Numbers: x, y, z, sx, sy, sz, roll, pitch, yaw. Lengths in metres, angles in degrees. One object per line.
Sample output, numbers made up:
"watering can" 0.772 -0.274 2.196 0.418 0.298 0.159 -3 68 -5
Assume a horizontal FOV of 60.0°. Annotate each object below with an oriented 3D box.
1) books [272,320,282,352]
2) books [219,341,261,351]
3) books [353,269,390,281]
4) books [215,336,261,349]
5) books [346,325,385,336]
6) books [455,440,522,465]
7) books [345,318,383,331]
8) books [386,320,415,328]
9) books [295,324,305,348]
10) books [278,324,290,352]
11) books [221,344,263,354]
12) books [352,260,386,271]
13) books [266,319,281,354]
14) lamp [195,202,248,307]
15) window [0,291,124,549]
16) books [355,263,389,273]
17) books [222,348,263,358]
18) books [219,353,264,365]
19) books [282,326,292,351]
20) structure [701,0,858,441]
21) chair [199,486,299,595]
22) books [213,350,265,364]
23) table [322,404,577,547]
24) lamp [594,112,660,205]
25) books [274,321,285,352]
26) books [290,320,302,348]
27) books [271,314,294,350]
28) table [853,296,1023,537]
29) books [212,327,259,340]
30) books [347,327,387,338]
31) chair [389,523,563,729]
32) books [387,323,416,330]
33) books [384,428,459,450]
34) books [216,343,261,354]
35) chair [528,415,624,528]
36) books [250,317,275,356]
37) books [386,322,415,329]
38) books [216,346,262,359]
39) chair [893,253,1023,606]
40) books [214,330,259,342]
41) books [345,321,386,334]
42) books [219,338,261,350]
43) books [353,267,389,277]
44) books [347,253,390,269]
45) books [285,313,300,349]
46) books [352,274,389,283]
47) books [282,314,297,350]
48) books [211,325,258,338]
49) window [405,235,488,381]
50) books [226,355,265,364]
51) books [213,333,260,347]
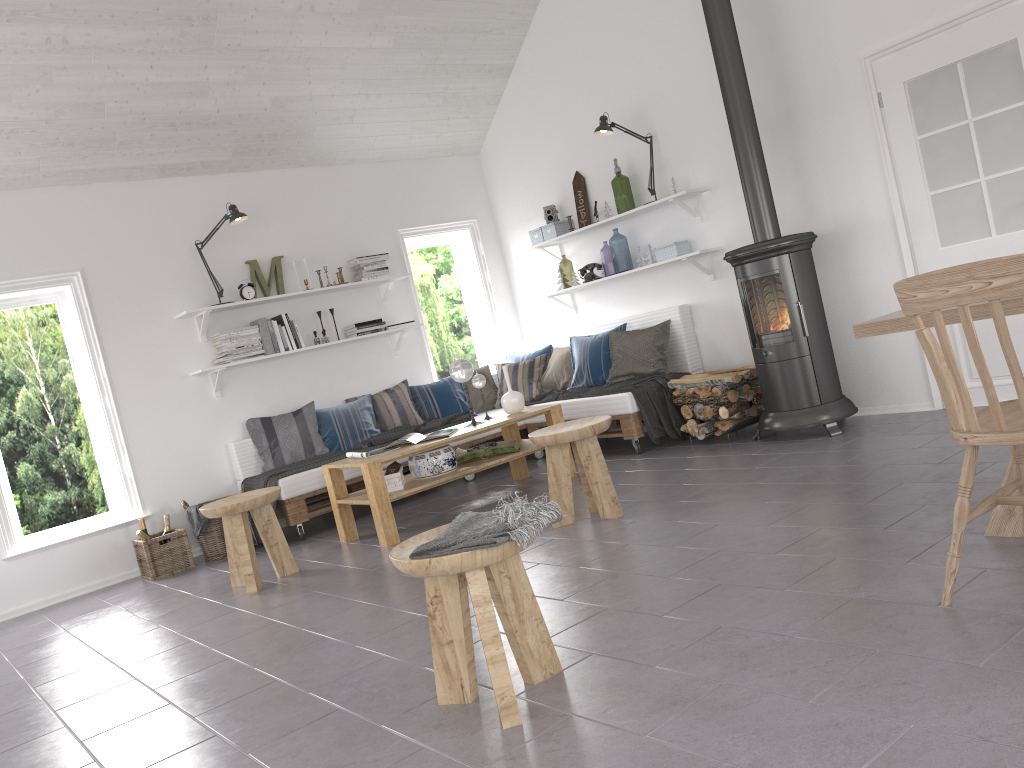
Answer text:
"books" -1.764 -0.335 6.512 0.019 0.243 0.205 -16 4 -37
"books" -1.960 -0.270 6.389 0.254 0.012 0.161 -16 4 -37
"books" -1.118 -0.863 7.049 0.239 0.032 0.172 -16 4 -37
"books" -1.983 -0.298 6.404 0.288 0.016 0.182 -16 4 -37
"books" -1.152 -0.421 6.966 0.242 0.023 0.191 -16 4 -39
"books" -0.169 0.425 5.740 0.445 0.079 0.301 -13 3 4
"books" -1.166 -0.467 6.967 0.239 0.028 0.190 -15 4 -35
"books" -0.939 -0.470 7.141 0.251 0.012 0.202 -15 4 -35
"books" -1.613 -0.346 6.610 0.045 0.185 0.152 -16 4 -37
"books" -1.703 -0.329 6.516 0.044 0.203 0.141 -16 4 -37
"books" -1.945 -0.249 6.394 0.256 0.013 0.161 -16 4 -37
"books" -1.140 -0.940 7.044 0.223 0.027 0.161 -16 4 -37
"books" -1.781 -0.338 6.493 0.046 0.257 0.193 -16 4 -37
"lamp" -2.030 -0.916 6.299 0.439 0.703 0.196 -13 3 -2
"window" -3.129 0.218 5.886 0.685 1.655 0.117 -16 4 -37
"books" -1.117 -0.919 7.065 0.223 0.026 0.161 -16 4 -37
"books" -1.949 -0.219 6.399 0.254 0.013 0.161 -16 4 -37
"books" -1.946 -0.180 6.384 0.285 0.012 0.159 -16 4 -37
"books" -1.680 -0.326 6.527 0.042 0.185 0.125 -16 4 -37
"structure" 1.248 -2.083 5.326 0.643 4.887 0.626 -12 3 29
"chair" -1.400 0.841 4.763 0.431 0.479 0.431 -16 4 -39
"books" -1.966 -0.195 6.384 0.331 0.025 0.176 -16 4 -37
"table" -0.360 0.547 5.597 1.457 0.485 0.607 -16 4 -37
"lamp" 0.840 -1.592 6.255 0.439 0.703 0.196 -14 3 -17
"books" -1.750 -0.335 6.523 0.031 0.236 0.200 -16 4 -37
"books" -1.638 -0.356 6.594 0.047 0.219 0.171 -16 4 -37
"books" -1.702 -0.368 6.559 0.038 0.274 0.200 -16 4 -37
"table" 2.337 -0.058 2.485 1.001 0.749 2.300 -16 4 -37
"books" -1.991 -0.361 6.384 0.288 0.016 0.182 -16 4 -37
"books" -1.143 -0.395 6.977 0.258 0.032 0.191 -15 4 -35
"chair" -0.077 0.652 2.487 0.431 0.479 0.431 -14 3 -20
"books" -0.927 -0.446 7.137 0.253 0.014 0.187 -16 4 -37
"books" -0.563 0.326 5.476 0.422 0.049 0.300 -13 3 8
"books" -1.970 -0.255 6.388 0.285 0.012 0.159 -16 4 -37
"chair" 0.346 0.443 4.493 0.431 0.479 0.431 -16 4 -40
"books" -1.821 -0.334 6.466 0.050 0.271 0.200 -16 4 -37
"books" -0.934 -0.458 7.135 0.248 0.014 0.187 -16 4 -38
"books" -1.974 -0.227 6.401 0.288 0.016 0.182 -16 4 -37
"chair" 1.415 0.088 2.355 0.519 0.902 0.506 -16 4 -37
"books" -1.985 -0.343 6.386 0.273 0.021 0.174 -16 4 -37
"books" -1.155 -0.444 6.976 0.258 0.023 0.212 -16 4 -37
"books" -1.964 -0.285 6.399 0.263 0.017 0.167 -16 4 -37
"books" -1.121 -0.891 7.053 0.238 0.024 0.152 -16 4 -37
"books" -1.143 -0.981 7.052 0.290 0.053 0.176 -16 4 -37
"books" -1.672 -0.377 6.588 0.048 0.274 0.210 -16 4 -37
"books" -1.127 -0.828 7.052 0.239 0.032 0.172 -16 4 -37
"books" -1.689 -0.371 6.572 0.054 0.272 0.200 -16 4 -37
"books" -1.993 -0.376 6.371 0.288 0.016 0.182 -16 4 -37
"window" -0.590 -0.490 7.879 0.685 1.655 0.052 -16 4 -37
"books" -1.934 -0.170 6.397 0.254 0.012 0.161 -16 4 -37
"books" -1.990 -0.319 6.399 0.296 0.028 0.180 -16 4 -37
